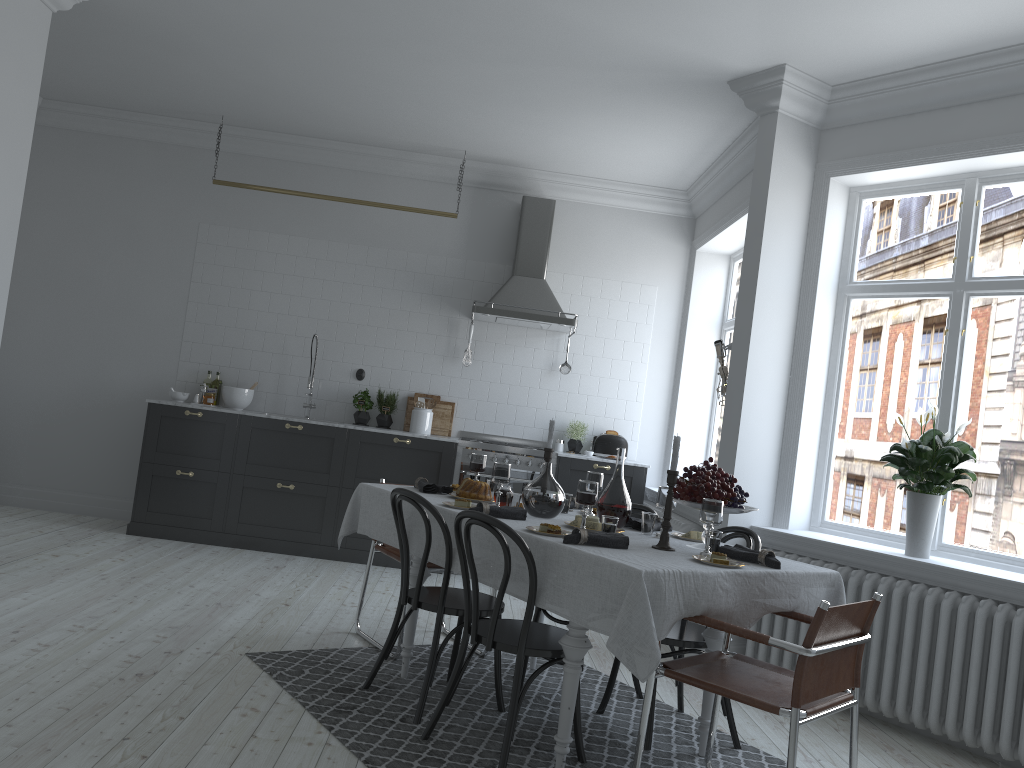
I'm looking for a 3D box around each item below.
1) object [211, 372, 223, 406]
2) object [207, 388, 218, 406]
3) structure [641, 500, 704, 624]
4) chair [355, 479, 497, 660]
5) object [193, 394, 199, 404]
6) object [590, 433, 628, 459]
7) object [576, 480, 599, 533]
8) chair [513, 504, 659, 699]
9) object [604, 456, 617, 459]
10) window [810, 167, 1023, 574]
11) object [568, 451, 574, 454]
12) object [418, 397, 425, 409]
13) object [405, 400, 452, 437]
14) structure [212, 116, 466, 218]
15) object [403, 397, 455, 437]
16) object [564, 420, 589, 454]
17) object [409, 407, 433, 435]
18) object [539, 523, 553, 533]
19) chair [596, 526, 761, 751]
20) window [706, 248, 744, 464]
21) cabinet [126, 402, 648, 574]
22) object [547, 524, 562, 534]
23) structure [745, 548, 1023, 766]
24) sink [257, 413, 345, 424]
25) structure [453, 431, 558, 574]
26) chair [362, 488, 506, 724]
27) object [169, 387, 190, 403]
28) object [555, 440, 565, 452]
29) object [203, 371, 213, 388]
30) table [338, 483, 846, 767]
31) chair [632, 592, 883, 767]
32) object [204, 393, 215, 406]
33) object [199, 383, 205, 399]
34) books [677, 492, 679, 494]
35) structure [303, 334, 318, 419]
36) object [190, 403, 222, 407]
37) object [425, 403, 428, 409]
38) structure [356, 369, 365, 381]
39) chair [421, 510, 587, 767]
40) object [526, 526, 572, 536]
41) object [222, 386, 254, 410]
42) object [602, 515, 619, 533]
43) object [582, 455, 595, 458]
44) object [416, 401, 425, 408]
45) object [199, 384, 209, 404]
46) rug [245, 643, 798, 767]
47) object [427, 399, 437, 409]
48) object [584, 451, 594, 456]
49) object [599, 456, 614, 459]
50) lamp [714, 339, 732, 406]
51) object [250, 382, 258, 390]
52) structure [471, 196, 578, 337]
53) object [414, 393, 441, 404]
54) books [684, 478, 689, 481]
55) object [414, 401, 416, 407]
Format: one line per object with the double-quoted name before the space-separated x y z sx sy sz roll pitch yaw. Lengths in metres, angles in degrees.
"object" -2.437 0.041 7.332 0.089 0.282 0.082 8 -2 -2
"object" -2.471 0.106 7.279 0.077 0.141 0.044 8 -2 -2
"structure" 1.117 1.311 6.532 0.245 0.753 1.673 8 -2 -2
"chair" -0.436 0.971 4.714 0.546 0.837 0.593 9 -3 -31
"object" -2.547 0.120 7.161 0.046 0.084 0.046 8 -2 -16
"object" 0.810 0.513 7.388 0.326 0.207 0.219 7 -2 3
"object" 0.282 0.483 3.421 0.083 0.215 0.083 7 -2 3
"chair" 0.393 1.030 4.325 0.564 0.909 0.463 9 -3 -39
"object" 0.803 0.589 7.114 0.119 0.031 0.074 6 -3 30
"window" 2.552 -0.093 4.428 0.061 2.080 2.079 9 -3 -40
"object" 0.466 0.559 7.294 0.091 0.018 0.062 8 -2 -5
"object" -0.738 0.258 7.282 0.064 0.290 0.141 9 -2 -29
"object" -0.697 0.287 7.387 0.360 0.261 0.053 8 -2 -2
"structure" -1.384 -1.741 7.119 1.988 0.556 0.053 8 -2 -2
"object" -0.694 0.275 7.444 0.400 0.290 0.030 8 -2 -2
"object" 0.534 0.438 7.376 0.210 0.283 0.220 7 -2 11
"object" -0.742 0.303 7.270 0.174 0.208 0.174 8 -2 -7
"object" 0.132 0.548 3.374 0.057 0.037 0.021 8 -2 -21
"chair" 0.749 1.060 3.869 0.564 0.909 0.463 9 -2 -24
"window" 1.792 -0.109 6.633 0.061 2.080 1.716 8 -2 -2
"cabinet" -0.936 0.906 7.107 3.897 1.012 0.646 8 -2 -2
"object" 0.160 0.551 3.344 0.036 0.039 0.051 6 -3 38
"structure" 1.883 1.328 4.319 0.245 0.753 1.710 9 -3 -39
"sink" -1.697 0.374 7.057 0.669 0.203 0.384 8 -2 -2
"structure" -0.105 0.975 7.139 0.779 1.096 0.651 8 -2 -2
"chair" -0.300 0.920 3.842 0.564 0.909 0.463 9 -3 -39
"object" -2.691 0.090 7.184 0.159 0.110 0.172 8 -2 -7
"object" 0.396 0.515 7.382 0.072 0.095 0.072 6 -3 43
"object" -2.518 0.030 7.334 0.066 0.282 0.066 8 -2 -7
"table" 0.184 1.013 3.858 1.210 0.842 2.179 9 -3 -35
"chair" 0.831 1.074 3.013 0.593 0.837 0.546 6 -3 43
"object" -2.447 0.125 7.176 0.078 0.101 0.078 6 -2 26
"object" -2.536 0.081 7.266 0.059 0.172 0.059 6 -2 29
"books" 1.374 0.836 6.503 0.259 0.044 0.351 8 -2 0
"structure" -1.629 -0.062 7.195 0.100 0.692 0.266 8 -2 -2
"object" -2.497 0.170 7.241 0.180 0.008 0.272 8 -2 -2
"object" -0.715 0.284 7.313 0.050 0.247 0.114 9 -3 -37
"structure" -1.271 -0.078 7.431 0.079 0.103 0.032 8 -2 -2
"chair" 0.010 0.942 3.363 0.564 0.909 0.463 10 -3 -44
"object" 0.143 0.563 3.370 0.182 0.013 0.182 7 -2 13
"object" -2.244 0.119 7.242 0.247 0.175 0.247 7 -2 11
"object" 0.368 0.551 3.370 0.066 0.094 0.066 8 -2 -13
"object" 0.610 0.574 7.031 0.126 0.008 0.126 7 -2 24
"object" -0.775 0.267 7.241 0.054 0.262 0.149 9 -2 -27
"object" -2.505 0.083 7.209 0.059 0.172 0.059 6 -2 29
"rug" 0.043 1.407 3.752 1.701 0.021 2.166 9 -3 -34
"object" -0.704 0.262 7.311 0.131 0.296 0.056 8 -2 -23
"object" 0.611 0.554 7.031 0.072 0.040 0.070 8 -2 -10
"object" 0.763 0.588 7.076 0.209 0.008 0.018 6 -3 33
"lamp" 1.259 0.225 5.224 0.131 0.977 0.312 9 -2 -28
"object" -2.181 0.089 7.274 0.042 0.232 0.209 6 -3 38
"structure" 0.153 -0.986 7.253 0.843 1.079 0.567 8 -2 -2
"object" -0.726 0.249 7.411 0.220 0.330 0.041 8 -2 -2
"books" 1.385 0.734 6.519 0.259 0.038 0.325 8 -2 0
"object" -0.770 0.273 7.265 0.117 0.251 0.061 6 -2 28
